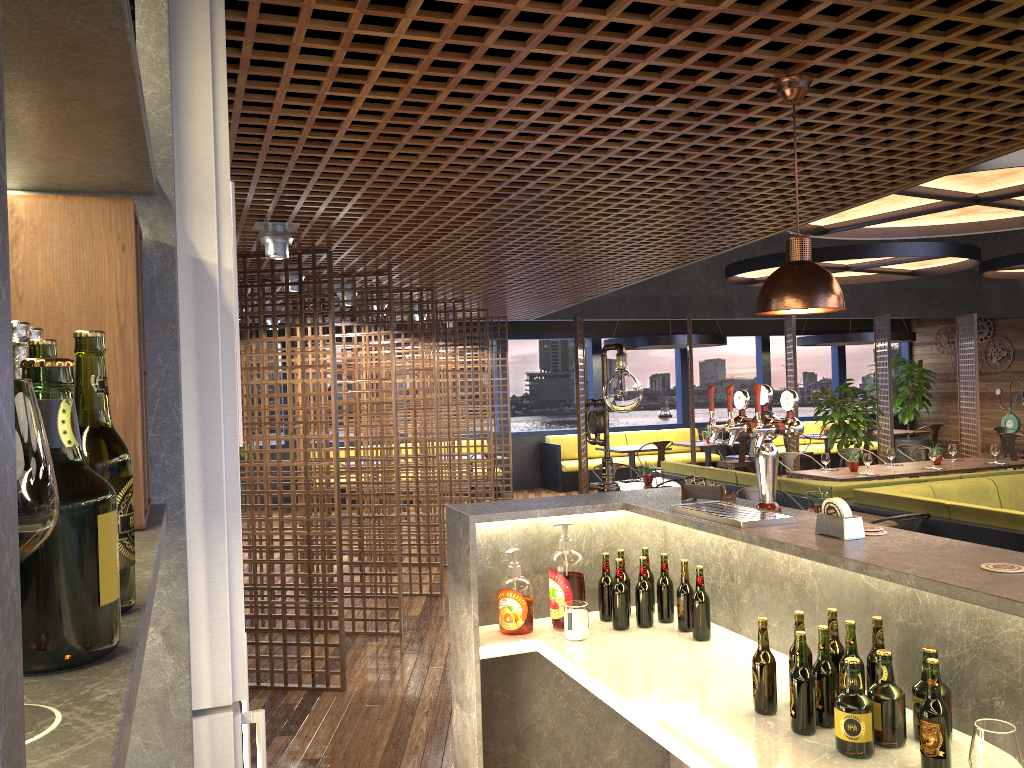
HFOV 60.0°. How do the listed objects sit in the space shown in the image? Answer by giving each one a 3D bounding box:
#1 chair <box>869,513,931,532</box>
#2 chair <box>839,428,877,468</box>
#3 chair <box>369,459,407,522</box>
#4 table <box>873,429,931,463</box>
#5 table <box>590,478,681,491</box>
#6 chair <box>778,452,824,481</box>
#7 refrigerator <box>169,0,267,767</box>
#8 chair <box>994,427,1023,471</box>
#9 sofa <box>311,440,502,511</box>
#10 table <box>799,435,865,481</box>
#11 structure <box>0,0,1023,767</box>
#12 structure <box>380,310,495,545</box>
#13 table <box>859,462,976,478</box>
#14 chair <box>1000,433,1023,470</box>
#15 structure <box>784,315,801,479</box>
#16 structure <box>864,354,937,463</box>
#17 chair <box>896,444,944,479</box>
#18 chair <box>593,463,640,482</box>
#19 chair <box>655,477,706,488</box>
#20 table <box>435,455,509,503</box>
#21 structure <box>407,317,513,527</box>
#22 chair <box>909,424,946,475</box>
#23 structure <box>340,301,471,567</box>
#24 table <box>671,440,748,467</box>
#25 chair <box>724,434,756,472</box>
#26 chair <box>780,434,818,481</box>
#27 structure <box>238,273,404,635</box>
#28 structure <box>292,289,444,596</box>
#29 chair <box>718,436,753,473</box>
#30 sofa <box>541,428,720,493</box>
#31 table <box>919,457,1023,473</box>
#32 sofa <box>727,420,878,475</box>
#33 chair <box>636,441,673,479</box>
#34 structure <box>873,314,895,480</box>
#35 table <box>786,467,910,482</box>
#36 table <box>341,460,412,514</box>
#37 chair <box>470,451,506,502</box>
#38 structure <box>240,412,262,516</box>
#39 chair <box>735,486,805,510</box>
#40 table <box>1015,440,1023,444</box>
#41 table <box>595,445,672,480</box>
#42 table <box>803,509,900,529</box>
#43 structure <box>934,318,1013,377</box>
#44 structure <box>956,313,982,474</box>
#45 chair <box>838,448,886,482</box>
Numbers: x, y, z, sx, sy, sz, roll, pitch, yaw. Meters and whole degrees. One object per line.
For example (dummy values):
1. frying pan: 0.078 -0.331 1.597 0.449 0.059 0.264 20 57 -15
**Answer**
1. chair: 2.541 1.303 6.015 0.504 0.917 0.541 -2 0 -20
2. chair: 5.769 1.187 14.741 0.504 0.917 0.541 -2 0 -20
3. chair: -1.695 1.431 12.026 0.504 0.917 0.541 -2 0 -20
4. table: 6.815 1.231 15.864 0.887 0.763 0.906 -2 0 -20
5. table: 1.410 1.415 9.140 0.887 0.763 0.906 -2 0 -20
6. chair: 3.384 1.270 10.360 0.504 0.917 0.541 -2 0 -20
7. refrigerator: -0.887 0.297 2.147 0.454 2.109 1.159 -2 0 -20
8. chair: 7.697 1.127 13.558 0.504 0.917 0.541 -2 0 -20
9. sofa: -1.715 1.433 14.161 3.061 0.914 0.966 -2 0 -20
10. table: 5.500 1.274 15.390 0.906 0.763 0.887 -2 0 -20
11. structure: 0.961 0.472 0.430 2.700 2.700 9.298 -2 0 -20
12. structure: -0.879 0.518 10.299 1.319 2.700 0.050 -2 0 10
13. table: 4.498 1.314 9.942 0.906 0.763 0.887 -2 0 -20
14. chair: 7.268 1.142 12.607 0.541 0.917 0.504 -2 0 -20
15. structure: 4.133 0.353 13.070 0.050 2.700 0.852 -2 0 10
16. structure: 7.764 0.488 17.443 1.493 2.184 1.272 -2 0 -20
17. chair: 5.081 1.215 10.978 0.504 0.917 0.541 -2 0 -20
18. chair: 1.177 1.342 9.706 0.504 0.917 0.541 -2 0 -20
19. chair: 1.596 1.330 8.553 0.504 0.917 0.541 -2 0 -20
20. table: -0.605 1.474 13.166 0.887 0.763 0.906 -2 0 -20
21. structure: -0.669 0.509 11.485 1.319 2.700 0.050 -2 0 10
22. chair: 7.112 1.143 15.229 0.504 0.917 0.541 -2 0 -20
23. structure: -1.088 0.526 9.114 1.319 2.700 0.050 -2 0 10
24. table: 3.246 1.348 14.570 0.906 0.763 0.887 -2 0 -20
25. chair: 3.847 1.249 14.773 0.541 0.917 0.504 -2 0 -20
26. chair: 4.875 1.215 15.211 0.541 0.917 0.504 -2 0 -20
27. structure: -1.507 0.543 6.744 1.319 2.700 0.050 -2 0 10
28. structure: -1.297 0.535 7.929 1.319 2.700 0.050 -2 0 10
29. chair: 3.511 1.261 13.920 0.504 0.917 0.541 -2 0 -20
30. sofa: 2.112 1.307 15.552 3.061 0.914 0.966 -2 0 -20
31. table: 5.345 1.286 10.256 0.906 0.763 0.887 -2 0 -20
32. sofa: 5.671 1.191 16.847 3.061 0.914 0.966 -2 0 -20
33. chair: 2.168 1.305 13.431 0.504 0.917 0.541 -2 0 -20
34. structure: 5.729 0.300 13.651 0.050 2.700 0.852 -2 0 10
35. table: 3.646 1.342 9.632 0.906 0.763 0.887 -2 0 -20
36. table: -1.920 1.517 12.687 0.887 0.763 0.906 -2 0 -20
37. chair: -0.352 1.387 12.515 0.504 0.917 0.541 -2 0 -20
38. structure: -4.267 1.093 13.153 0.993 1.763 1.166 -2 0 40
39. chair: 2.116 1.315 7.187 0.504 0.917 0.541 -2 0 -20
40. table: 8.005 1.197 12.853 0.887 0.763 0.906 -2 0 -20
41. table: 1.931 1.391 14.088 0.887 0.763 0.906 -2 0 -20
42. table: 2.336 1.388 6.604 0.887 0.763 0.906 -2 0 -20
43. structure: 8.761 -0.704 16.921 0.058 1.178 1.791 -2 0 -20
44. structure: 7.326 0.248 14.232 0.050 2.700 0.852 -2 0 10
45. chair: 4.235 1.242 10.670 0.504 0.917 0.541 -2 0 -20
